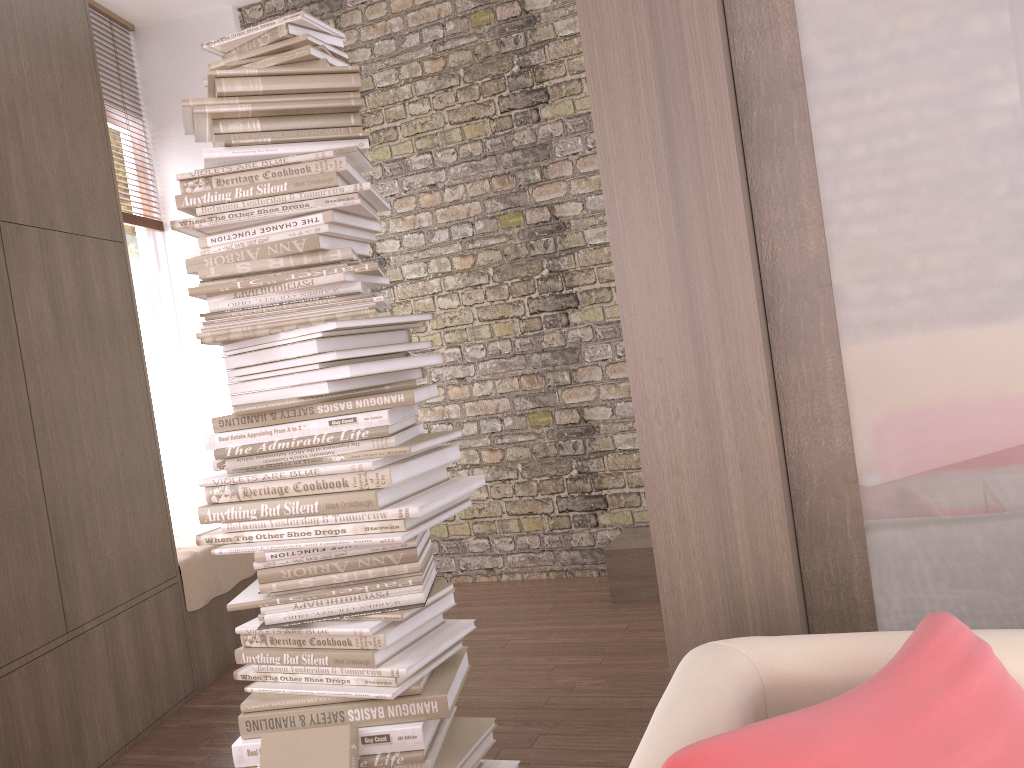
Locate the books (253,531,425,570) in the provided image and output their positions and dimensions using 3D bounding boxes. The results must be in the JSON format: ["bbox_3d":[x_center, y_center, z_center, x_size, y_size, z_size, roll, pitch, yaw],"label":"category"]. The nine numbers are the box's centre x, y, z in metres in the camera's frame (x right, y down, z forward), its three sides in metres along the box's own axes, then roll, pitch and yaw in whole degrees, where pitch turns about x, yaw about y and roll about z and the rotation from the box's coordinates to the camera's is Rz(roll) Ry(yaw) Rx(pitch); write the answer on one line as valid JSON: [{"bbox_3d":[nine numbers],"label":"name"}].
[{"bbox_3d":[-0.433,0.414,2.326,0.405,0.018,0.300,-8,2,1],"label":"books"}]

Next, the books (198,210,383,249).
[{"bbox_3d":[-0.575,-0.393,2.336,0.379,0.028,0.297,-8,2,16],"label":"books"}]

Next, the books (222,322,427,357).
[{"bbox_3d":[-0.501,-0.119,2.361,0.443,0.010,0.345,-7,3,41],"label":"books"}]

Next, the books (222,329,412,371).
[{"bbox_3d":[-0.520,-0.090,2.357,0.417,0.036,0.308,-7,3,41],"label":"books"}]

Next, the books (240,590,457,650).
[{"bbox_3d":[-0.427,0.621,2.351,0.448,0.038,0.348,-7,2,26],"label":"books"}]

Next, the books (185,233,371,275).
[{"bbox_3d":[-0.611,-0.334,2.351,0.379,0.039,0.297,-8,2,16],"label":"books"}]

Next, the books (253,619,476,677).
[{"bbox_3d":[-0.380,0.685,2.326,0.468,0.021,0.350,-7,2,26],"label":"books"}]

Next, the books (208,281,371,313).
[{"bbox_3d":[-0.577,-0.221,2.363,0.379,0.028,0.297,-8,2,-4],"label":"books"}]

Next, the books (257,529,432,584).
[{"bbox_3d":[-0.424,0.440,2.322,0.396,0.033,0.310,-8,2,1],"label":"books"}]

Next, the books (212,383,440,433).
[{"bbox_3d":[-0.478,0.060,2.362,0.518,0.038,0.341,-8,2,6],"label":"books"}]

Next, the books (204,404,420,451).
[{"bbox_3d":[-0.513,0.106,2.356,0.469,0.038,0.364,-8,2,6],"label":"books"}]

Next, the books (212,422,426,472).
[{"bbox_3d":[-0.497,0.164,2.371,0.469,0.028,0.368,-8,2,6],"label":"books"}]

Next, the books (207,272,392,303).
[{"bbox_3d":[-0.555,-0.247,2.346,0.388,0.020,0.287,-8,2,16],"label":"books"}]

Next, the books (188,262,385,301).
[{"bbox_3d":[-0.575,-0.264,2.337,0.467,0.020,0.283,-8,2,-4],"label":"books"}]

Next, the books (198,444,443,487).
[{"bbox_3d":[-0.495,0.208,2.362,0.510,0.020,0.399,-8,2,21],"label":"books"}]

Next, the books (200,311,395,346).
[{"bbox_3d":[-0.543,-0.142,2.328,0.469,0.015,0.267,-8,2,-4],"label":"books"}]

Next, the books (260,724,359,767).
[{"bbox_3d":[-0.459,0.985,2.000,0.218,0.363,0.246,-8,2,6],"label":"books"}]

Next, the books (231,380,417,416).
[{"bbox_3d":[-0.514,0.035,2.374,0.450,0.022,0.364,-9,2,-19],"label":"books"}]

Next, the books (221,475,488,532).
[{"bbox_3d":[-0.405,0.315,2.353,0.566,0.025,0.423,-8,2,21],"label":"books"}]

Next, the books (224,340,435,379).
[{"bbox_3d":[-0.485,-0.065,2.341,0.484,0.020,0.323,-7,3,41],"label":"books"}]

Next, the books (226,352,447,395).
[{"bbox_3d":[-0.466,-0.026,2.327,0.524,0.030,0.317,-7,3,41],"label":"books"}]

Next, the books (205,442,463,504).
[{"bbox_3d":[-0.464,0.237,2.379,0.542,0.046,0.421,-8,2,21],"label":"books"}]

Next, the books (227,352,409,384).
[{"bbox_3d":[-0.519,-0.042,2.354,0.413,0.013,0.294,-7,3,41],"label":"books"}]

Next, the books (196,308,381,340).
[{"bbox_3d":[-0.571,-0.154,2.343,0.444,0.015,0.279,-8,2,-4],"label":"books"}]

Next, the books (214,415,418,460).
[{"bbox_3d":[-0.500,0.136,2.335,0.442,0.025,0.346,-8,2,6],"label":"books"}]

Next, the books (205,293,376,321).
[{"bbox_3d":[-0.562,-0.195,2.345,0.412,0.011,0.308,-8,2,-4],"label":"books"}]

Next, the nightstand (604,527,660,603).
[{"bbox_3d":[0.819,0.789,3.977,0.707,0.240,0.400,-8,2,21],"label":"nightstand"}]

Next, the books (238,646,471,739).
[{"bbox_3d":[-0.389,0.791,2.292,0.518,0.057,0.341,-8,2,6],"label":"books"}]

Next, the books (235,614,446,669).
[{"bbox_3d":[-0.448,0.664,2.341,0.432,0.038,0.339,-7,2,26],"label":"books"}]

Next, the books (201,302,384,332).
[{"bbox_3d":[-0.564,-0.169,2.344,0.432,0.013,0.288,-8,2,-4],"label":"books"}]

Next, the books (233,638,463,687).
[{"bbox_3d":[-0.428,0.716,2.345,0.506,0.023,0.330,-7,2,26],"label":"books"}]

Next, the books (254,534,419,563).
[{"bbox_3d":[-0.431,0.392,2.320,0.396,0.024,0.310,-8,2,1],"label":"books"}]

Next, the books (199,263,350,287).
[{"bbox_3d":[-0.603,-0.274,2.338,0.368,0.009,0.262,-8,2,-4],"label":"books"}]

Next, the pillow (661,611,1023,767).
[{"bbox_3d":[0.411,0.460,0.735,0.498,0.377,0.379,-10,2,-34],"label":"pillow"}]

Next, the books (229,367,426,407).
[{"bbox_3d":[-0.494,0.008,2.360,0.435,0.030,0.322,-7,3,41],"label":"books"}]

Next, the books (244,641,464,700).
[{"bbox_3d":[-0.403,0.734,2.304,0.448,0.013,0.350,-7,2,26],"label":"books"}]

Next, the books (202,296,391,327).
[{"bbox_3d":[-0.551,-0.184,2.338,0.446,0.012,0.291,-8,2,-4],"label":"books"}]

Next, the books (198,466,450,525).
[{"bbox_3d":[-0.488,0.289,2.365,0.522,0.046,0.410,-8,2,21],"label":"books"}]

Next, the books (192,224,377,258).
[{"bbox_3d":[-0.593,-0.367,2.348,0.388,0.020,0.287,-8,2,16],"label":"books"}]

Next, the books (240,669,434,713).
[{"bbox_3d":[-0.422,0.754,2.322,0.450,0.022,0.364,-8,2,6],"label":"books"}]

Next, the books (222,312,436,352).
[{"bbox_3d":[-0.488,-0.135,2.335,0.500,0.018,0.326,-7,3,41],"label":"books"}]

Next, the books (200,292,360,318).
[{"bbox_3d":[-0.586,-0.202,2.354,0.395,0.007,0.308,-8,2,-4],"label":"books"}]

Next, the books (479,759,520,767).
[{"bbox_3d":[-0.312,1.076,2.285,0.566,0.025,0.423,-8,2,21],"label":"books"}]

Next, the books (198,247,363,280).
[{"bbox_3d":[-0.597,-0.304,2.344,0.379,0.028,0.297,-8,2,-4],"label":"books"}]
